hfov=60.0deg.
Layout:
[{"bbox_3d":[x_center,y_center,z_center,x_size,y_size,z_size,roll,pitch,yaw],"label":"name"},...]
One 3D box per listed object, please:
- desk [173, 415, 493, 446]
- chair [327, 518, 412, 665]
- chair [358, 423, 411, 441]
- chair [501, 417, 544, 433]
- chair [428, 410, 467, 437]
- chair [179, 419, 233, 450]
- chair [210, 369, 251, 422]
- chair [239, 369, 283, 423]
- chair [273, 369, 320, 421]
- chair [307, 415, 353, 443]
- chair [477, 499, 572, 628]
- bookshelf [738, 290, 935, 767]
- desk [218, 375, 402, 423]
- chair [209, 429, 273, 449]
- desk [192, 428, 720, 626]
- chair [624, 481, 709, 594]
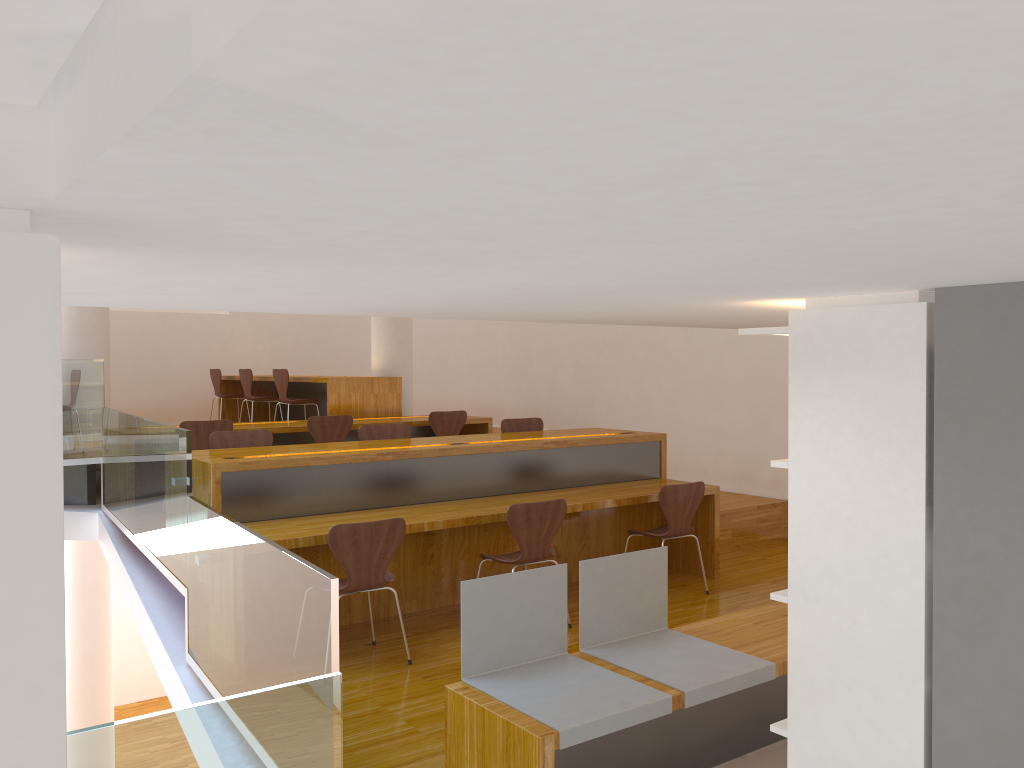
[{"bbox_3d":[-1.690,0.633,7.650,3.185,0.606,0.760,-1,1,-36],"label":"desk"},{"bbox_3d":[-0.748,0.963,4.160,0.428,0.693,0.381,-1,1,-36],"label":"chair"},{"bbox_3d":[-0.754,0.617,5.812,0.428,0.693,0.381,-1,1,-36],"label":"chair"},{"bbox_3d":[0.173,0.602,6.439,0.428,0.693,0.381,-1,1,-36],"label":"chair"},{"bbox_3d":[-0.650,0.578,7.850,0.428,0.693,0.381,-1,1,-36],"label":"chair"},{"bbox_3d":[-2.318,0.607,6.589,0.428,0.693,0.381,-1,1,-36],"label":"chair"},{"bbox_3d":[-3.295,0.169,10.353,0.381,0.693,0.428,-1,1,-36],"label":"chair"},{"bbox_3d":[-2.667,0.185,9.426,0.381,0.693,0.428,-1,1,-36],"label":"chair"},{"bbox_3d":[-2.096,0.198,8.641,0.381,0.693,0.428,-1,1,-36],"label":"chair"},{"bbox_3d":[-1.532,0.593,7.161,0.428,0.693,0.381,-1,1,-36],"label":"chair"},{"bbox_3d":[0.038,0.950,4.732,0.428,0.693,0.381,-1,1,-36],"label":"chair"},{"bbox_3d":[1.933,0.694,2.959,2.984,1.836,0.498,-1,1,-36],"label":"bookshelf"},{"bbox_3d":[-2.309,0.218,9.658,0.760,0.606,3.185,-1,1,-36],"label":"desk"},{"bbox_3d":[-1.539,0.630,5.240,0.428,0.693,0.381,-1,1,-36],"label":"chair"},{"bbox_3d":[-0.285,0.827,5.400,3.236,0.918,1.285,-1,1,-36],"label":"desk"},{"bbox_3d":[0.920,0.934,5.421,0.428,0.693,0.381,-1,1,-36],"label":"chair"}]
